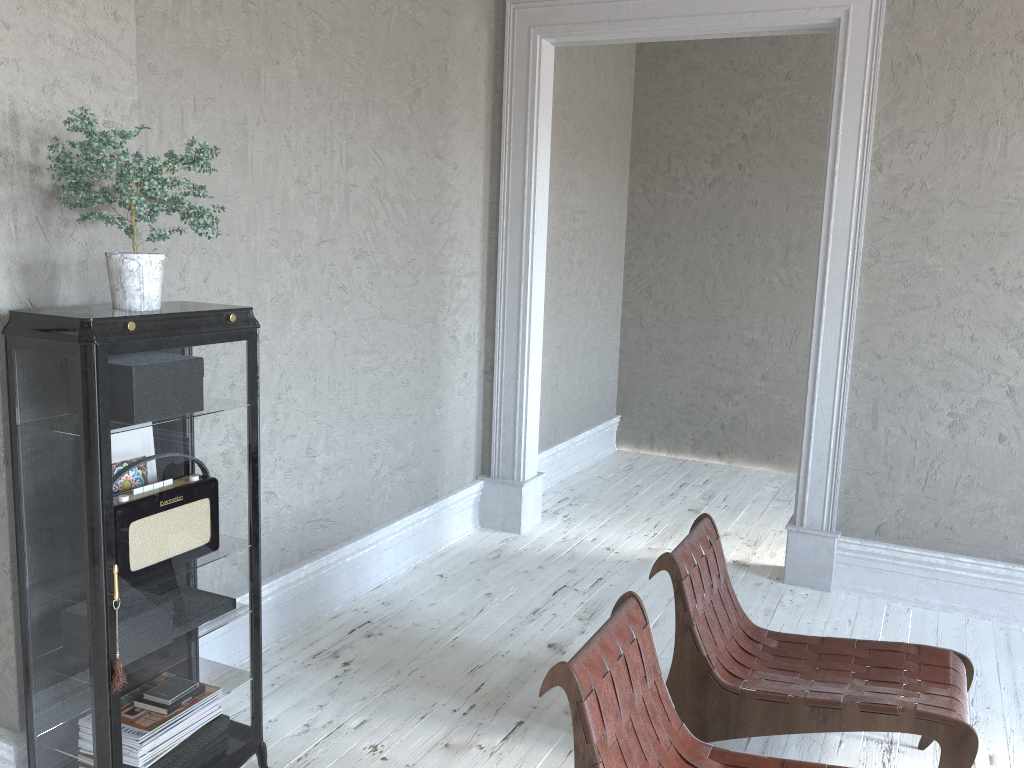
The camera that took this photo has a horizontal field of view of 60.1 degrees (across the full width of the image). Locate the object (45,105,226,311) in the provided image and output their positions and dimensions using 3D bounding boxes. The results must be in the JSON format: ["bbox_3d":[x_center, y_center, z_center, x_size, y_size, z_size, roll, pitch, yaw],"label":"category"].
[{"bbox_3d":[-0.965,-0.449,2.303,0.406,0.506,0.406,10,12,40],"label":"object"}]

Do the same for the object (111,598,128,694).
[{"bbox_3d":[-0.965,0.638,2.163,0.041,0.233,0.044,-1,10,-18],"label":"object"}]

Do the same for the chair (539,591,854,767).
[{"bbox_3d":[0.609,1.020,2.175,1.001,0.720,0.515,6,10,24],"label":"chair"}]

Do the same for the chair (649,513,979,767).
[{"bbox_3d":[0.990,0.912,2.951,1.001,0.720,0.515,6,10,24],"label":"chair"}]

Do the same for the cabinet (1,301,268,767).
[{"bbox_3d":[-1.001,0.527,2.451,0.343,1.471,0.628,6,10,25],"label":"cabinet"}]
